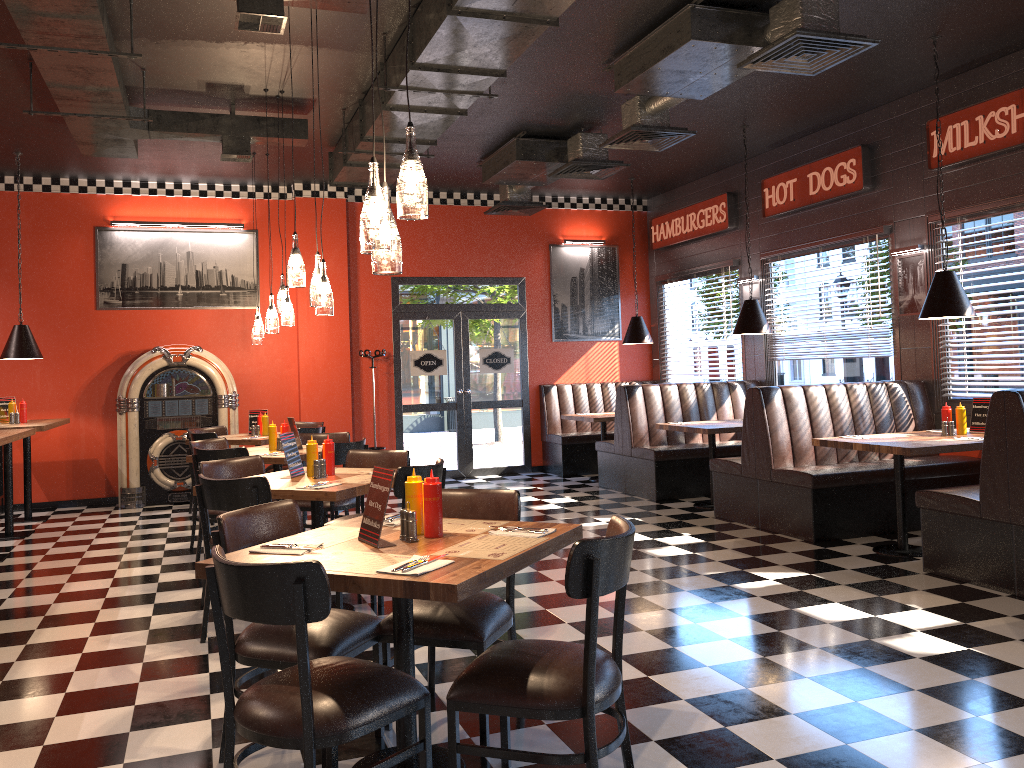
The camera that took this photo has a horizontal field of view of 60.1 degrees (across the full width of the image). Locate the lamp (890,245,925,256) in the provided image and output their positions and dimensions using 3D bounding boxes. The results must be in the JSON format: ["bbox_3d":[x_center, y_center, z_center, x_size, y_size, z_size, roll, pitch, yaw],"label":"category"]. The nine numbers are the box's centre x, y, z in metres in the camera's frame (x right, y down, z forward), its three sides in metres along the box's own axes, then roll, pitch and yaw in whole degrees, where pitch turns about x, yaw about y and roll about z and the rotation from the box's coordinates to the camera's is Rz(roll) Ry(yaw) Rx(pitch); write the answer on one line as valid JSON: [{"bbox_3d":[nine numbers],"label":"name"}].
[{"bbox_3d":[3.484,-1.176,7.803,0.081,0.056,0.334,-2,1,-20],"label":"lamp"}]

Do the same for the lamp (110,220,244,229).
[{"bbox_3d":[-3.856,-1.841,10.252,1.445,0.056,0.081,-2,0,-20],"label":"lamp"}]

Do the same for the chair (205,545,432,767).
[{"bbox_3d":[-0.587,0.900,2.610,0.486,0.868,0.544,-3,-1,37],"label":"chair"}]

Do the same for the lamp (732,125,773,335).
[{"bbox_3d":[2.310,-1.510,8.670,0.382,2.047,0.381,-1,-2,-38],"label":"lamp"}]

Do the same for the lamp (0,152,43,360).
[{"bbox_3d":[-4.867,-1.270,8.763,0.382,2.047,0.382,-3,-2,22],"label":"lamp"}]

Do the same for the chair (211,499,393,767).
[{"bbox_3d":[-0.794,0.897,3.283,0.544,0.868,0.486,-2,-1,20],"label":"chair"}]

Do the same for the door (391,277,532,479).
[{"bbox_3d":[-0.626,-0.091,11.364,1.801,2.575,0.128,-2,-2,-20],"label":"door"}]

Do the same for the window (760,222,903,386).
[{"bbox_3d":[3.195,-0.611,8.947,0.127,1.716,2.025,-1,0,-20],"label":"window"}]

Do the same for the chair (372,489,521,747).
[{"bbox_3d":[-0.228,0.874,3.500,0.486,0.868,0.544,-2,-1,20],"label":"chair"}]

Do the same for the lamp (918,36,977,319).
[{"bbox_3d":[3.108,-1.501,6.425,0.382,2.047,0.381,-1,-2,-38],"label":"lamp"}]

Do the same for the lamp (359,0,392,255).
[{"bbox_3d":[-0.491,-1.426,3.018,0.108,1.968,0.108,-1,-2,-33],"label":"lamp"}]

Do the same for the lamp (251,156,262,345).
[{"bbox_3d":[-2.662,-1.392,9.160,0.108,1.968,0.108,-1,-2,-38],"label":"lamp"}]

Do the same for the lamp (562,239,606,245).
[{"bbox_3d":[0.971,-1.916,11.969,0.610,0.056,0.081,-2,0,-20],"label":"lamp"}]

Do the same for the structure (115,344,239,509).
[{"bbox_3d":[-3.736,0.441,9.947,1.295,1.770,0.499,-2,-1,-20],"label":"structure"}]

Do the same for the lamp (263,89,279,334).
[{"bbox_3d":[-1.935,-1.383,7.063,0.108,1.968,0.108,-2,-2,-8],"label":"lamp"}]

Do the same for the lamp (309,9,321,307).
[{"bbox_3d":[-1.168,-1.439,5.241,0.108,1.968,0.108,-3,-2,22],"label":"lamp"}]

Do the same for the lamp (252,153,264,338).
[{"bbox_3d":[-2.610,-1.451,9.052,0.108,1.968,0.108,-3,-2,22],"label":"lamp"}]

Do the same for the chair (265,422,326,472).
[{"bbox_3d":[-2.284,0.848,9.468,0.486,0.868,0.544,-3,-1,35],"label":"chair"}]

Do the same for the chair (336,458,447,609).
[{"bbox_3d":[-0.636,0.865,4.911,0.544,0.868,0.486,-2,-1,23],"label":"chair"}]

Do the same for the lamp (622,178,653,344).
[{"bbox_3d":[1.512,-1.519,10.913,0.381,2.047,0.382,-3,-2,29],"label":"lamp"}]

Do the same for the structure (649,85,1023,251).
[{"bbox_3d":[3.809,-2.009,6.777,0.120,0.439,11.252,-1,1,-20],"label":"structure"}]

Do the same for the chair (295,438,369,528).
[{"bbox_3d":[-1.386,0.861,6.787,0.544,0.868,0.486,-2,-1,29],"label":"chair"}]

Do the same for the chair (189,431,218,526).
[{"bbox_3d":[-2.812,0.880,8.547,0.545,0.868,0.486,-1,-1,-45],"label":"chair"}]

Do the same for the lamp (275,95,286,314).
[{"bbox_3d":[-1.893,-1.559,7.236,0.108,1.968,0.108,-3,-2,27],"label":"lamp"}]

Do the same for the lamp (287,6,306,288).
[{"bbox_3d":[-1.286,-1.546,5.181,0.108,1.968,0.108,-3,-2,42],"label":"lamp"}]

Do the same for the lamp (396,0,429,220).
[{"bbox_3d":[-0.365,-1.542,3.008,0.108,1.968,0.108,-1,-2,-28],"label":"lamp"}]

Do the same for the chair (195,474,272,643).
[{"bbox_3d":[-1.345,0.893,4.664,0.486,0.868,0.544,-2,-1,28],"label":"chair"}]

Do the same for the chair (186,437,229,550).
[{"bbox_3d":[-2.342,0.885,7.247,0.544,0.868,0.486,-2,-1,18],"label":"chair"}]

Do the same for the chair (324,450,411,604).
[{"bbox_3d":[-0.918,0.864,5.568,0.486,0.868,0.544,-2,-1,25],"label":"chair"}]

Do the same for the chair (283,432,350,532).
[{"bbox_3d":[-1.632,0.857,7.494,0.486,0.868,0.544,-2,-1,3],"label":"chair"}]

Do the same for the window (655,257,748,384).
[{"bbox_3d":[2.395,-0.620,11.196,0.127,1.716,2.025,-1,0,-20],"label":"window"}]

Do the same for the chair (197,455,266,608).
[{"bbox_3d":[-1.591,0.890,5.372,0.544,0.868,0.486,-3,-1,34],"label":"chair"}]

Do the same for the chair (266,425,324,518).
[{"bbox_3d":[-2.138,0.854,8.755,0.544,0.868,0.486,-2,-1,12],"label":"chair"}]

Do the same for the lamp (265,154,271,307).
[{"bbox_3d":[-2.499,-1.568,9.118,0.108,1.968,0.108,-2,-2,12],"label":"lamp"}]

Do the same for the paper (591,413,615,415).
[{"bbox_3d":[1.098,0.368,11.017,0.365,0.001,0.261,-2,1,-20],"label":"paper"}]

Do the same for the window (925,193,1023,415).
[{"bbox_3d":[3.996,-0.602,6.698,0.127,1.716,2.025,-1,0,-20],"label":"window"}]

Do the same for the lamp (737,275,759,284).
[{"bbox_3d":[2.683,-1.185,10.056,0.081,0.056,0.334,-2,1,-20],"label":"lamp"}]

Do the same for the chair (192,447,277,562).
[{"bbox_3d":[-2.060,0.886,6.591,0.486,0.868,0.544,-2,-1,20],"label":"chair"}]

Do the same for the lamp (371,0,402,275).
[{"bbox_3d":[-0.470,-1.370,3.138,0.108,1.968,0.108,-3,-2,27],"label":"lamp"}]

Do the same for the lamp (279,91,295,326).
[{"bbox_3d":[-1.826,-1.447,7.119,0.108,1.968,0.108,-1,-2,-38],"label":"lamp"}]

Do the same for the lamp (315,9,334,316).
[{"bbox_3d":[-1.112,-1.380,5.129,0.108,1.968,0.108,-2,-2,-8],"label":"lamp"}]

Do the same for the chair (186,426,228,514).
[{"bbox_3d":[-3.028,0.878,9.113,0.544,0.868,0.486,-3,-1,35],"label":"chair"}]

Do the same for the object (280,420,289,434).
[{"bbox_3d":[-1.838,0.410,7.168,0.068,0.238,0.068,-2,-2,-14],"label":"object"}]

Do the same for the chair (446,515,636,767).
[{"bbox_3d":[0.126,0.874,2.756,0.544,0.868,0.486,-2,-1,20],"label":"chair"}]
